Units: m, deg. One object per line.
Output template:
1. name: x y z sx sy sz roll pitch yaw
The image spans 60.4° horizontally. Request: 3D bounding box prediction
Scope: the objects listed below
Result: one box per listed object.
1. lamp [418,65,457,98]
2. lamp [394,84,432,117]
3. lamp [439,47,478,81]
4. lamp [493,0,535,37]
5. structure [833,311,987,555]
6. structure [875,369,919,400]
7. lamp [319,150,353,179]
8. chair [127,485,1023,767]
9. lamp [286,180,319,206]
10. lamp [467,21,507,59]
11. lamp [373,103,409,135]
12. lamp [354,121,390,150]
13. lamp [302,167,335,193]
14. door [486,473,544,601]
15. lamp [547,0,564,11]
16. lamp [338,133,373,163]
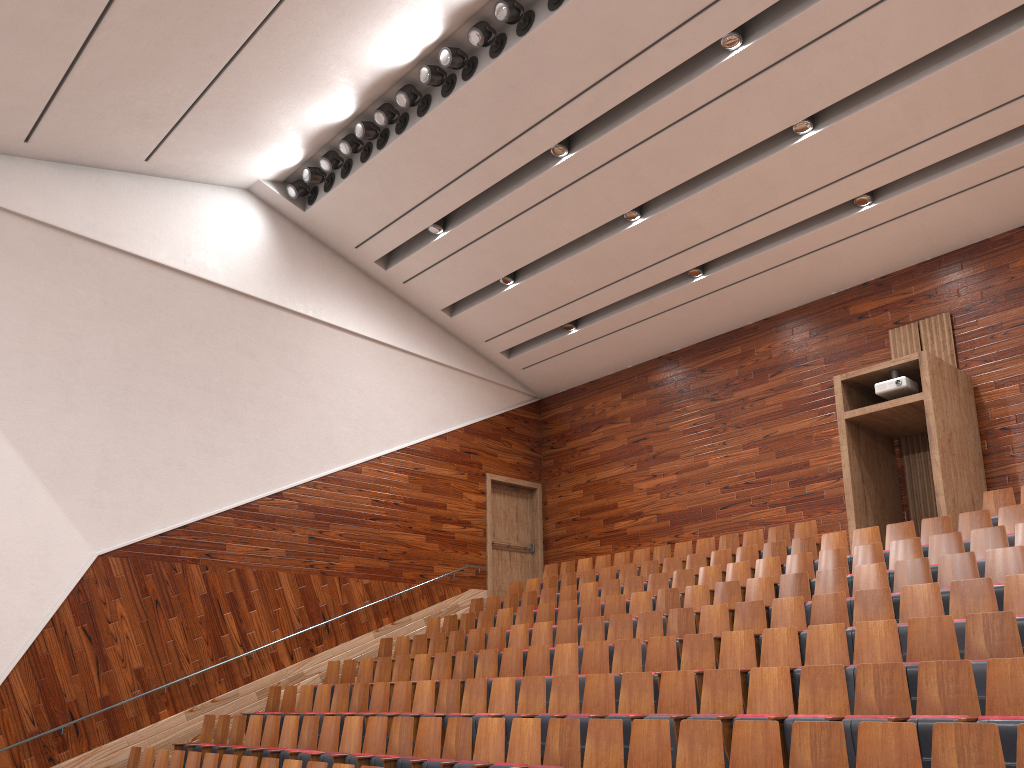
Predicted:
1. lamp: -0.093 -0.373 1.073 0.045 0.030 0.031 15 -23 -41
2. lamp: -0.127 -0.360 1.109 0.045 0.031 0.031 15 -22 -41
3. lamp: -0.066 -0.384 1.044 0.045 0.030 0.031 15 -23 -41
4. lamp: 0.000 -0.410 0.974 0.045 0.030 0.031 15 -23 -41
5. structure: 0.501 0.055 1.109 0.146 0.319 0.119 12 -19 -41
6. structure: 0.467 -0.003 1.072 0.041 0.030 0.039 14 -23 -41
7. lamp: -0.251 -0.312 1.240 0.045 0.031 0.031 15 -22 -41
8. chair: 0.173 0.237 0.744 0.782 0.361 1.207 15 -25 -40
9. lamp: -0.314 -0.287 1.306 0.045 0.030 0.031 15 -23 -41
10. lamp: -0.032 -0.398 1.008 0.045 0.031 0.031 15 -22 -41
11. lamp: -0.160 -0.348 1.143 0.045 0.031 0.031 15 -22 -41
12. lamp: -0.189 -0.336 1.175 0.045 0.030 0.031 15 -23 -41
13. lamp: -0.282 -0.299 1.273 0.044 0.030 0.031 15 -23 -41
14. door: -0.001 0.293 1.627 0.142 0.232 0.025 13 -19 -42
15. lamp: 0.034 -0.423 0.938 0.045 0.030 0.031 15 -23 -41
16. lamp: -0.217 -0.325 1.204 0.045 0.031 0.031 15 -22 -41
